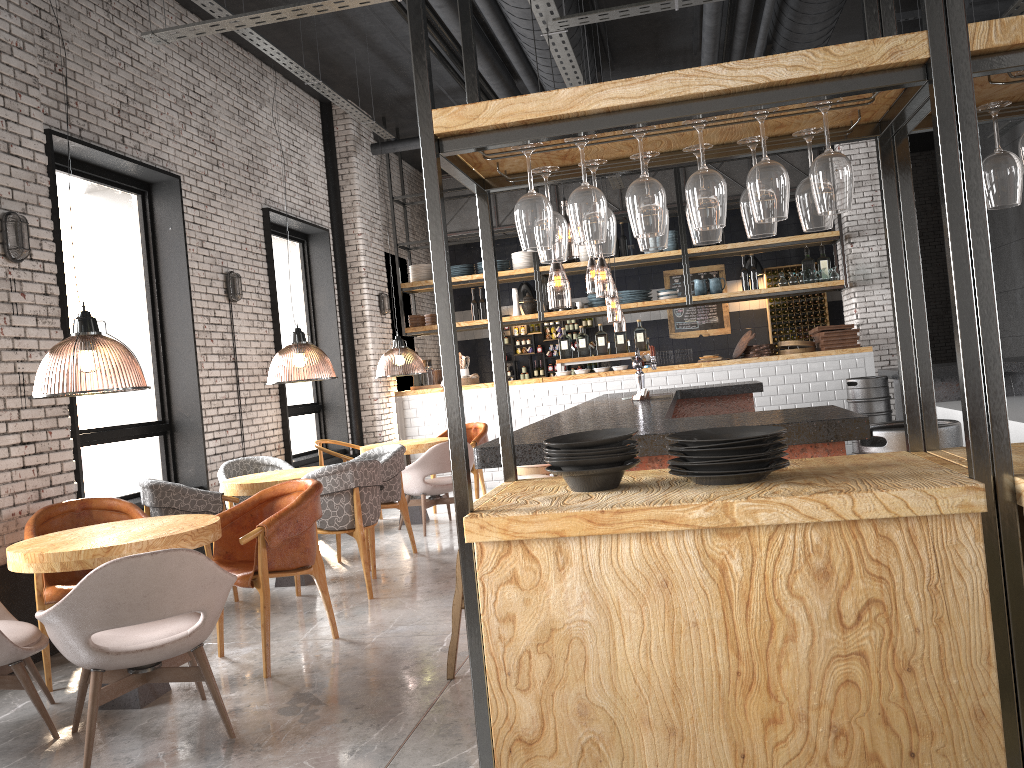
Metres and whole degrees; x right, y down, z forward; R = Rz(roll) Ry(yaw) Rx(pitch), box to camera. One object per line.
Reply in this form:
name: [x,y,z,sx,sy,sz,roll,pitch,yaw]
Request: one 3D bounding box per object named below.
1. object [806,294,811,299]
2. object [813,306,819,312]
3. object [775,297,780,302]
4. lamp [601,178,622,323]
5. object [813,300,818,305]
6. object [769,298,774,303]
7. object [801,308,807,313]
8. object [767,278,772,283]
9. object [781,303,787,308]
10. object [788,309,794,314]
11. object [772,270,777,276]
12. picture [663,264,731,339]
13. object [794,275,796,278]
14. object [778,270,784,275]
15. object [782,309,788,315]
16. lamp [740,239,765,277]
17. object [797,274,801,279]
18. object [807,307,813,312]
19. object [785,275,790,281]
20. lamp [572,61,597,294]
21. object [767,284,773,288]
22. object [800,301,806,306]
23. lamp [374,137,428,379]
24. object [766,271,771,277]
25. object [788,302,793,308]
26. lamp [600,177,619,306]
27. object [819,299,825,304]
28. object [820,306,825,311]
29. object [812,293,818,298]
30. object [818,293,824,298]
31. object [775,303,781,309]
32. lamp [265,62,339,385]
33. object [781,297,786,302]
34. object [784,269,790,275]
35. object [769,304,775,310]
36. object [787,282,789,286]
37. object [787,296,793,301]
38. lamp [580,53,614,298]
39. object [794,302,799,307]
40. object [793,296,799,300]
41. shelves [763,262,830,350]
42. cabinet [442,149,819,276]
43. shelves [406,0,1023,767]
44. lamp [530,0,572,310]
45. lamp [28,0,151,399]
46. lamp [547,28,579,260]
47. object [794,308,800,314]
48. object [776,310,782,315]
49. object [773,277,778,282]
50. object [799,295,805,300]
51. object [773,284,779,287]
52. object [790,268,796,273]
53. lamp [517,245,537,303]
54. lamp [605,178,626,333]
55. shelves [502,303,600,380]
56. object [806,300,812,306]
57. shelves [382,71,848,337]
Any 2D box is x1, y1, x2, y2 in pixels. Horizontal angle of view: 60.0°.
object: [4.646,-1.377,13.887,0.079,0.079,0.283,-6,0,11]
object: [4.754,-1.176,13.846,0.079,0.079,0.283,-6,0,11]
object: [4.177,-1.332,13.941,0.079,0.079,0.283,-6,0,11]
lamp: [0.685,-1.253,6.561,0.108,1.599,0.108,-5,-1,-7]
object: [4.747,-1.281,13.863,0.079,0.079,0.283,-6,0,11]
object: [4.089,-1.324,13.978,0.079,0.079,0.283,-6,0,11]
object: [4.570,-1.159,13.883,0.079,0.079,0.283,-6,0,11]
object: [4.062,-1.639,13.997,0.079,0.079,0.283,-6,0,11]
object: [4.283,-1.237,13.940,0.079,0.079,0.283,-6,0,11]
object: [4.386,-1.141,13.920,0.079,0.079,0.283,-6,0,11]
object: [4.144,-1.752,13.980,0.079,0.079,0.283,-6,0,11]
picture: [3.020,-1.333,14.480,0.980,1.142,0.020,-6,-1,11]
object: [4.430,-1.674,13.923,0.079,0.079,0.283,-6,0,11]
object: [4.233,-1.760,13.946,0.079,0.079,0.283,-6,0,11]
object: [4.290,-1.132,13.920,0.079,0.079,0.283,-6,0,11]
lamp: [3.747,-2.180,13.998,0.390,0.937,0.390,-6,-1,14]
object: [4.522,-1.682,13.905,0.079,0.079,0.283,-6,0,11]
object: [4.658,-1.167,13.846,0.079,0.079,0.283,-6,0,11]
object: [4.335,-1.664,13.926,0.079,0.079,0.283,-6,0,11]
lamp: [0.474,-1.397,5.890,0.108,1.599,0.108,-6,-1,43]
object: [4.073,-1.534,14.000,0.079,0.079,0.283,-6,0,11]
object: [4.563,-1.264,13.900,0.079,0.079,0.283,-6,0,11]
lamp: [-1.221,-1.278,8.878,0.537,2.406,0.536,-5,-1,-37]
object: [4.045,-1.742,13.964,0.079,0.079,0.283,-6,0,11]
object: [4.379,-1.246,13.941,0.079,0.079,0.283,-6,0,11]
lamp: [0.739,-1.434,7.214,0.108,1.599,0.108,-6,-1,43]
object: [4.836,-1.290,13.829,0.079,0.079,0.283,-6,0,11]
object: [4.850,-1.185,13.847,0.079,0.079,0.283,-6,0,11]
object: [4.737,-1.386,13.864,0.079,0.079,0.283,-6,0,11]
object: [4.824,-1.394,13.821,0.079,0.079,0.283,-6,0,11]
object: [4.187,-1.228,13.936,0.079,0.079,0.283,-6,0,11]
lamp: [-1.676,-1.214,6.606,0.537,2.406,0.536,-5,-1,-37]
object: [4.276,-1.342,13.956,0.079,0.079,0.283,-6,0,11]
object: [4.329,-1.770,13.947,0.079,0.079,0.283,-6,0,11]
object: [4.097,-1.219,13.968,0.079,0.079,0.283,-6,0,11]
object: [4.345,-1.560,13.925,0.079,0.079,0.283,-6,0,11]
object: [4.365,-1.350,13.923,0.079,0.079,0.283,-6,0,11]
lamp: [0.480,-1.241,5.256,0.108,1.462,0.108,-5,-1,-17]
object: [4.471,-1.255,13.918,0.079,0.079,0.283,-6,0,11]
object: [4.454,-1.359,13.885,0.079,0.079,0.283,-6,0,11]
shelves: [4.525,-0.795,13.961,0.889,2.149,0.251,-6,-1,11]
cabinet: [1.732,-2.675,13.842,5.861,1.769,0.682,-5,-1,11]
shelves: [1.559,-1.316,2.099,3.658,5.020,0.690,-6,-1,11]
lamp: [0.152,-1.151,4.184,0.108,1.599,0.108,-6,-1,43]
lamp: [-2.141,-1.150,4.283,0.537,2.406,0.536,-5,-1,-37]
lamp: [0.229,-1.463,4.717,0.108,1.599,0.108,-6,-1,43]
object: [4.473,-1.149,13.879,0.079,0.079,0.283,-6,0,11]
object: [4.201,-1.124,13.957,0.079,0.079,0.283,-6,0,11]
object: [4.146,-1.646,13.941,0.079,0.079,0.283,-6,0,11]
object: [4.550,-1.368,13.886,0.079,0.079,0.283,-6,0,11]
object: [4.161,-1.542,13.962,0.079,0.079,0.283,-6,0,11]
object: [4.417,-1.778,13.909,0.079,0.079,0.283,-6,0,11]
lamp: [0.195,-1.842,14.746,0.390,0.937,0.390,-6,-1,14]
lamp: [0.874,-1.252,7.790,0.108,1.599,0.108,-6,-1,43]
shelves: [0.547,-0.522,14.808,1.760,1.482,0.157,-6,-1,11]
object: [4.652,-1.272,13.866,0.079,0.079,0.283,-6,0,11]
shelves: [1.219,-2.442,11.614,5.674,3.067,0.597,-5,-1,11]
